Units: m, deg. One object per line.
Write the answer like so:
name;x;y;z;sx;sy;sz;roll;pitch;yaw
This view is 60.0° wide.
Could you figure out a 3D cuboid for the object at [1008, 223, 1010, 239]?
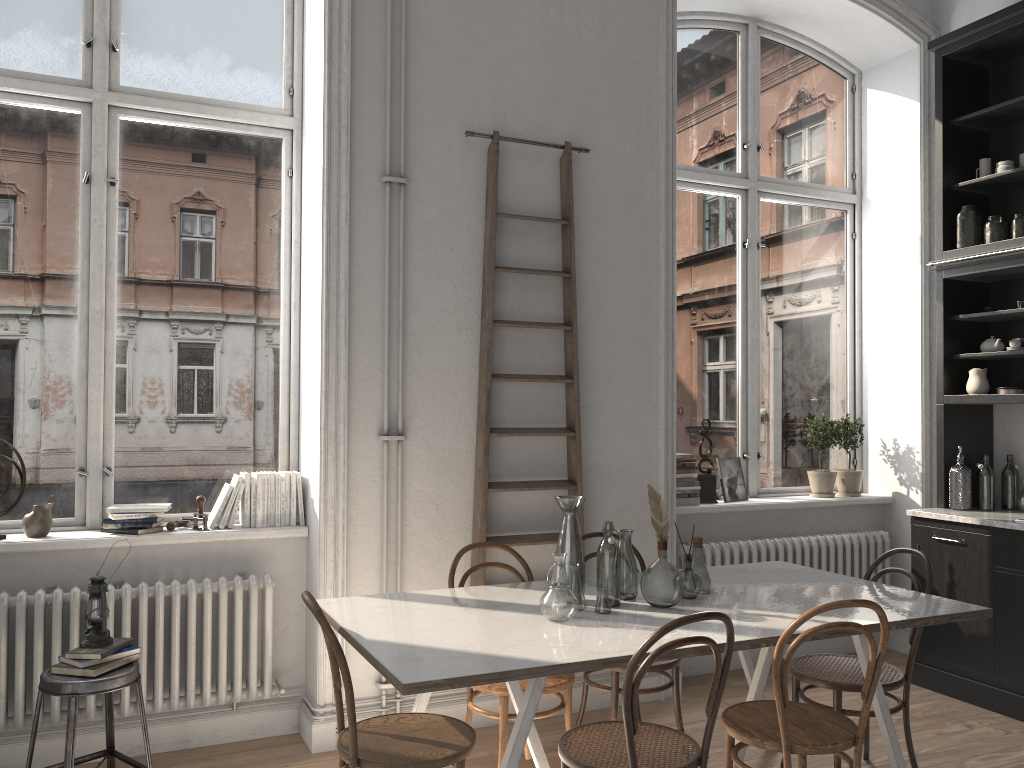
object;2.755;-0.814;4.962;0.114;0.155;0.114;0;-1;21

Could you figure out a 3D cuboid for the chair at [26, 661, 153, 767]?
chair;-1.547;1.307;3.255;0.360;0.522;0.364;-1;-2;39

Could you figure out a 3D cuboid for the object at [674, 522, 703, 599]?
object;0.663;0.662;3.339;0.107;0.283;0.107;1;-1;-30

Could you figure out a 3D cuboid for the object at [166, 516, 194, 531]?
object;-1.481;0.622;3.945;0.088;0.048;0.153;0;-2;15

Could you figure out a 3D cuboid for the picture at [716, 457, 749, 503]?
picture;1.275;0.566;5.254;0.221;0.264;0.149;2;-2;-41

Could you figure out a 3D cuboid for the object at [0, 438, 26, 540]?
object;-2.153;0.422;3.623;0.347;0.425;0.087;0;-1;8

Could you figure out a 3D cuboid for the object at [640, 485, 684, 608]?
object;0.543;0.576;3.200;0.157;0.446;0.157;0;-1;-7

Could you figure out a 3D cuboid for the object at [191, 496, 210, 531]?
object;-1.380;0.571;3.930;0.088;0.153;0.048;-1;-2;35

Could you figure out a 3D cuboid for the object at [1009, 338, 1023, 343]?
object;2.693;-0.223;4.745;0.055;0.047;0.058;1;-2;-10

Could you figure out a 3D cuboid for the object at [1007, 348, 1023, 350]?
object;2.694;-0.183;4.743;0.085;0.015;0.085;1;-2;-11

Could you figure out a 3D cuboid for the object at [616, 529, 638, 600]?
object;0.422;0.675;3.320;0.100;0.255;0.098;-1;-2;42

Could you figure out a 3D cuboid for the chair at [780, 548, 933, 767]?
chair;1.396;1.136;3.579;0.549;0.920;0.438;1;-1;-12

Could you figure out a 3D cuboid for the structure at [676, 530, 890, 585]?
structure;1.573;1.161;5.155;1.577;0.552;0.194;1;-1;-25

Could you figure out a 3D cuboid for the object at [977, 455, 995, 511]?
object;2.593;0.539;4.852;0.086;0.301;0.086;1;-2;-39

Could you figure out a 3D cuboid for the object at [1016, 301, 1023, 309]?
object;2.700;-0.411;4.683;0.071;0.047;0.071;0;-2;13

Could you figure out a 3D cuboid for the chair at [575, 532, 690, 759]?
chair;0.492;1.139;3.860;0.438;0.920;0.549;1;-1;-18

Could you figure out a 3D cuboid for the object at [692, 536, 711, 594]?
object;0.723;0.701;3.449;0.101;0.211;0.101;0;-1;15

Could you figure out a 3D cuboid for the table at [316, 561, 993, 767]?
table;0.492;1.189;3.214;2.200;0.779;1.100;1;-2;-25

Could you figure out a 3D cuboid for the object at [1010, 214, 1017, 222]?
object;2.762;-0.827;4.825;0.092;0.184;0.092;0;-2;31

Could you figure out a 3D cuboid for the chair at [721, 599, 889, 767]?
chair;0.936;1.113;2.903;0.438;0.920;0.549;1;-1;-14

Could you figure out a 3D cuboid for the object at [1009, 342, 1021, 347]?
object;2.693;-0.204;4.744;0.056;0.033;0.058;-1;-2;40

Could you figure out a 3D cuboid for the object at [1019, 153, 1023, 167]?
object;2.797;-1.184;4.820;0.059;0.135;0.082;0;-1;-2

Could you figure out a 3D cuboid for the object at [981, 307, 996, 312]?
object;2.671;-0.403;4.971;0.071;0.047;0.071;0;-2;13

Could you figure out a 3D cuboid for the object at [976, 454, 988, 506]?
object;2.648;0.542;4.963;0.086;0.301;0.086;1;-1;-10

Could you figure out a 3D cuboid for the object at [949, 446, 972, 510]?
object;2.458;0.512;4.862;0.109;0.349;0.109;1;-2;-43

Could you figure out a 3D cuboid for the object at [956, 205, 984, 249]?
object;2.524;-0.858;4.887;0.118;0.238;0.118;1;-2;-39

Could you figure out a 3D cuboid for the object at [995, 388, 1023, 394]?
object;2.689;0.040;4.754;0.180;0.037;0.180;2;-2;-40

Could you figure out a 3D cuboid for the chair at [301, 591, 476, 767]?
chair;-0.385;1.103;2.789;0.549;0.920;0.438;1;-1;-16

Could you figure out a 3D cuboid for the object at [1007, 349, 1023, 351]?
object;2.694;-0.176;4.743;0.085;0.015;0.085;1;-2;-11

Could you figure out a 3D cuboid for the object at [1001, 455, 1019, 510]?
object;2.750;0.540;4.894;0.086;0.301;0.086;0;-1;21

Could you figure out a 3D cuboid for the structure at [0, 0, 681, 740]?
structure;-0.064;-0.626;4.359;5.182;4.473;0.340;1;-1;-24

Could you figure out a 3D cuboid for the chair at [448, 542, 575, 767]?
chair;0.004;1.128;3.550;0.438;0.920;0.549;1;-1;-27

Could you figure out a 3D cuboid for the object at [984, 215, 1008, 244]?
object;2.601;-0.821;4.765;0.114;0.155;0.114;1;-1;-21

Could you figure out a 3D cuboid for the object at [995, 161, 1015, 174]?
object;2.701;-1.164;4.857;0.096;0.095;0.096;0;-1;10

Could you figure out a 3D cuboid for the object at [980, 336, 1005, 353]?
object;2.654;-0.214;4.899;0.140;0.100;0.125;2;-2;-43

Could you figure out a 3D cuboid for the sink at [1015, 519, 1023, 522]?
sink;2.826;0.638;4.247;0.514;0.504;0.526;1;-2;-25

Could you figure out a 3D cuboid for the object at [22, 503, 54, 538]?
object;-1.977;0.565;3.697;0.102;0.142;0.100;-1;-2;40

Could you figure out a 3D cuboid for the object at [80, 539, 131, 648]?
object;-1.534;0.783;3.343;0.154;0.383;0.163;-1;-2;39

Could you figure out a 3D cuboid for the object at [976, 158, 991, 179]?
object;2.635;-1.181;4.945;0.059;0.135;0.082;0;-1;3

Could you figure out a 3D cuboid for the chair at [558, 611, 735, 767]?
chair;0.389;1.104;2.693;0.438;0.920;0.549;1;-2;-29

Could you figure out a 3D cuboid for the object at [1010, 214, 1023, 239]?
object;2.693;-0.819;4.694;0.096;0.150;0.096;1;-2;-36

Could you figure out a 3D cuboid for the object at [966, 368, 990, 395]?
object;2.560;-0.012;4.869;0.115;0.144;0.127;-1;-2;44

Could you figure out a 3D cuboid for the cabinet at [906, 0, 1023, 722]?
cabinet;3.121;-0.187;3.558;0.635;3.582;3.251;1;-2;-25

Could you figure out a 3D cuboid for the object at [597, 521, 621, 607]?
object;0.350;0.647;3.207;0.086;0.301;0.086;1;-2;-39
